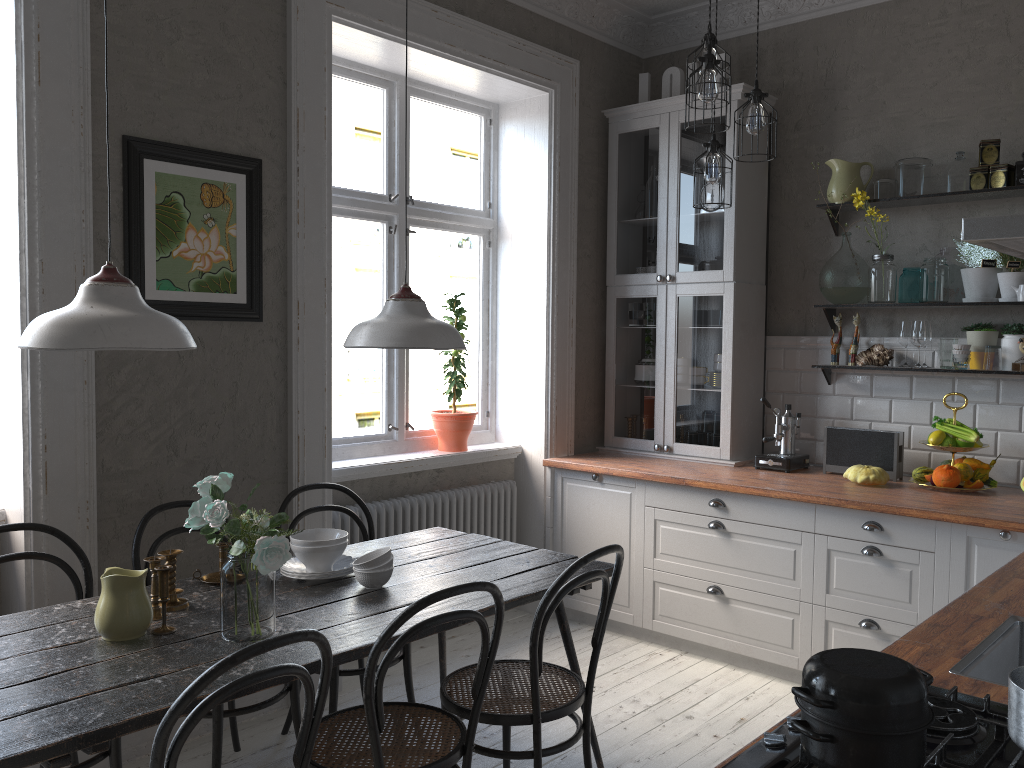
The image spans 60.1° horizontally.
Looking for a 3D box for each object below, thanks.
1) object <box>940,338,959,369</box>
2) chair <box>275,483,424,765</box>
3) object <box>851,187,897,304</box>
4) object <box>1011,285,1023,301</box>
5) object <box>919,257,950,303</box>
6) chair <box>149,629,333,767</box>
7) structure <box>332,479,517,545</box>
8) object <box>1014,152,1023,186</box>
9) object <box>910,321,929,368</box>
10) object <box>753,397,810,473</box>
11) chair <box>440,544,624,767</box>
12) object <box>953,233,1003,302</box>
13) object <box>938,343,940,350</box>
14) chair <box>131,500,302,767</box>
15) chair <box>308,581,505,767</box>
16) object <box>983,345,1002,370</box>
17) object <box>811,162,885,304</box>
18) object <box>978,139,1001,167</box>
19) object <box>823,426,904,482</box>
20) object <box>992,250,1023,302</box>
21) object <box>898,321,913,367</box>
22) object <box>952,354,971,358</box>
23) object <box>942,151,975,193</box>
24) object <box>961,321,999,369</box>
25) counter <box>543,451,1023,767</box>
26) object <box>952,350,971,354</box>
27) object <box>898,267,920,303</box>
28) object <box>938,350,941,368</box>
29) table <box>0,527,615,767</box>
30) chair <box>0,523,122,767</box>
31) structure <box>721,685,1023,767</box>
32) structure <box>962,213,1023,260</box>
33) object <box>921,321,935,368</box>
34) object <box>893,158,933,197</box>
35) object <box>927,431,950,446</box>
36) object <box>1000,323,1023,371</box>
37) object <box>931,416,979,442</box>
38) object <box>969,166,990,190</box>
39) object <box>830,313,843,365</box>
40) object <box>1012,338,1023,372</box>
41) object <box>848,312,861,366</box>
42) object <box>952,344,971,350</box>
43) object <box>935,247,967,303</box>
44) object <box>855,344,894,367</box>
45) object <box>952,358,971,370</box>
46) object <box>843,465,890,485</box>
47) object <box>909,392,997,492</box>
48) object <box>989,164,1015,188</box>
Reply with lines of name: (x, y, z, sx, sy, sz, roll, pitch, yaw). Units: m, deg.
object: (1.980, -0.138, 4.018, 0.078, 0.139, 0.079, 1, 3, 15)
chair: (-0.606, 0.858, 3.269, 0.447, 0.920, 0.538, -2, 4, -35)
object: (1.697, -0.648, 4.162, 0.188, 0.540, 0.286, 3, 4, 34)
object: (2.188, -0.386, 3.771, 0.063, 0.071, 0.105, 0, 3, -17)
object: (1.925, -0.470, 4.039, 0.127, 0.206, 0.123, -1, 3, -25)
chair: (-0.664, 0.931, 1.870, 0.538, 0.920, 0.447, 3, 4, 39)
structure: (-0.399, 0.743, 4.344, 0.145, 0.428, 1.249, 3, 4, 40)
object: (2.265, -0.922, 3.824, 0.139, 0.174, 0.145, 3, 4, 42)
object: (1.871, -0.181, 4.069, 0.080, 0.217, 0.083, 2, 3, 28)
object: (1.313, 0.240, 4.364, 0.201, 0.370, 0.361, 3, 4, 42)
chair: (0.045, 0.900, 2.631, 0.538, 0.920, 0.447, 3, 4, 39)
object: (2.124, -0.540, 3.981, 0.239, 0.354, 0.240, -1, 3, -30)
object: (2.010, -0.148, 4.095, 0.079, 0.083, 0.076, -1, 3, -30)
chair: (-0.953, 0.872, 2.913, 0.538, 0.920, 0.447, 3, 4, 39)
chair: (-0.300, 0.914, 2.277, 0.447, 0.920, 0.537, -2, 4, -40)
object: (2.122, -0.116, 3.908, 0.076, 0.108, 0.079, 3, 4, 35)
object: (1.601, -0.726, 4.305, 0.332, 0.674, 0.340, 1, 3, 10)
object: (2.097, -1.010, 3.891, 0.081, 0.113, 0.084, 2, 3, 22)
object: (1.655, 0.326, 4.180, 0.344, 0.226, 0.090, 3, 4, 42)
object: (2.185, -0.544, 3.854, 0.184, 0.380, 0.169, 1, 3, 3)
object: (1.871, -0.188, 4.199, 0.080, 0.217, 0.083, 2, 3, 28)
object: (2.000, -0.108, 3.942, 0.075, 0.051, 0.079, 3, 4, 35)
object: (2.062, -0.961, 4.081, 0.140, 0.220, 0.140, 1, 3, 2)
object: (2.113, -0.176, 4.011, 0.154, 0.217, 0.158, 2, 3, 22)
counter: (0.766, 0.506, 3.011, 3.094, 0.039, 3.463, 3, 4, 42)
object: (2.000, -0.125, 3.942, 0.078, 0.051, 0.076, -1, 3, -29)
object: (1.896, -0.461, 4.188, 0.129, 0.172, 0.123, -2, 4, -44)
object: (2.009, -0.115, 4.097, 0.079, 0.083, 0.076, -1, 3, -30)
table: (-0.617, 0.987, 2.586, 0.886, 0.735, 1.960, 3, 4, 42)
chair: (-1.331, 0.890, 2.490, 0.447, 0.920, 0.537, -2, 4, -40)
structure: (0.654, 0.560, 1.331, 0.486, 0.031, 0.618, 3, 4, 42)
structure: (1.497, -1.103, 1.938, 0.698, 1.595, 0.727, 3, 4, 42)
object: (1.931, -0.184, 4.139, 0.080, 0.217, 0.083, 2, 3, 28)
object: (1.866, -0.948, 4.127, 0.173, 0.184, 0.171, 0, 3, -9)
object: (1.891, 0.248, 3.921, 0.094, 0.078, 0.103, 2, 3, 29)
object: (2.233, -0.165, 3.916, 0.149, 0.214, 0.171, 0, 3, -18)
object: (1.927, 0.193, 3.844, 0.068, 0.101, 0.206, -2, 4, -41)
object: (2.079, -0.900, 3.928, 0.081, 0.113, 0.084, 3, 4, 42)
object: (1.620, -0.224, 4.423, 0.052, 0.264, 0.062, 1, 3, 13)
object: (2.226, -0.125, 3.803, 0.117, 0.147, 0.101, 1, 3, 10)
object: (1.686, -0.219, 4.342, 0.062, 0.264, 0.053, 0, 3, -12)
object: (2.000, -0.150, 3.940, 0.076, 0.051, 0.078, 2, 3, 28)
object: (2.045, -0.502, 4.136, 0.134, 0.264, 0.128, -2, 4, -42)
object: (1.743, -0.138, 4.260, 0.174, 0.111, 0.097, 2, 3, 19)
object: (2.000, -0.090, 3.943, 0.075, 0.051, 0.079, 3, 4, 35)
object: (1.586, 0.407, 3.966, 0.193, 0.083, 0.193, 3, 4, 42)
object: (1.934, 0.248, 3.876, 0.346, 0.425, 0.358, 2, 3, 27)
object: (2.140, -0.896, 3.868, 0.084, 0.113, 0.081, -2, 4, -38)
